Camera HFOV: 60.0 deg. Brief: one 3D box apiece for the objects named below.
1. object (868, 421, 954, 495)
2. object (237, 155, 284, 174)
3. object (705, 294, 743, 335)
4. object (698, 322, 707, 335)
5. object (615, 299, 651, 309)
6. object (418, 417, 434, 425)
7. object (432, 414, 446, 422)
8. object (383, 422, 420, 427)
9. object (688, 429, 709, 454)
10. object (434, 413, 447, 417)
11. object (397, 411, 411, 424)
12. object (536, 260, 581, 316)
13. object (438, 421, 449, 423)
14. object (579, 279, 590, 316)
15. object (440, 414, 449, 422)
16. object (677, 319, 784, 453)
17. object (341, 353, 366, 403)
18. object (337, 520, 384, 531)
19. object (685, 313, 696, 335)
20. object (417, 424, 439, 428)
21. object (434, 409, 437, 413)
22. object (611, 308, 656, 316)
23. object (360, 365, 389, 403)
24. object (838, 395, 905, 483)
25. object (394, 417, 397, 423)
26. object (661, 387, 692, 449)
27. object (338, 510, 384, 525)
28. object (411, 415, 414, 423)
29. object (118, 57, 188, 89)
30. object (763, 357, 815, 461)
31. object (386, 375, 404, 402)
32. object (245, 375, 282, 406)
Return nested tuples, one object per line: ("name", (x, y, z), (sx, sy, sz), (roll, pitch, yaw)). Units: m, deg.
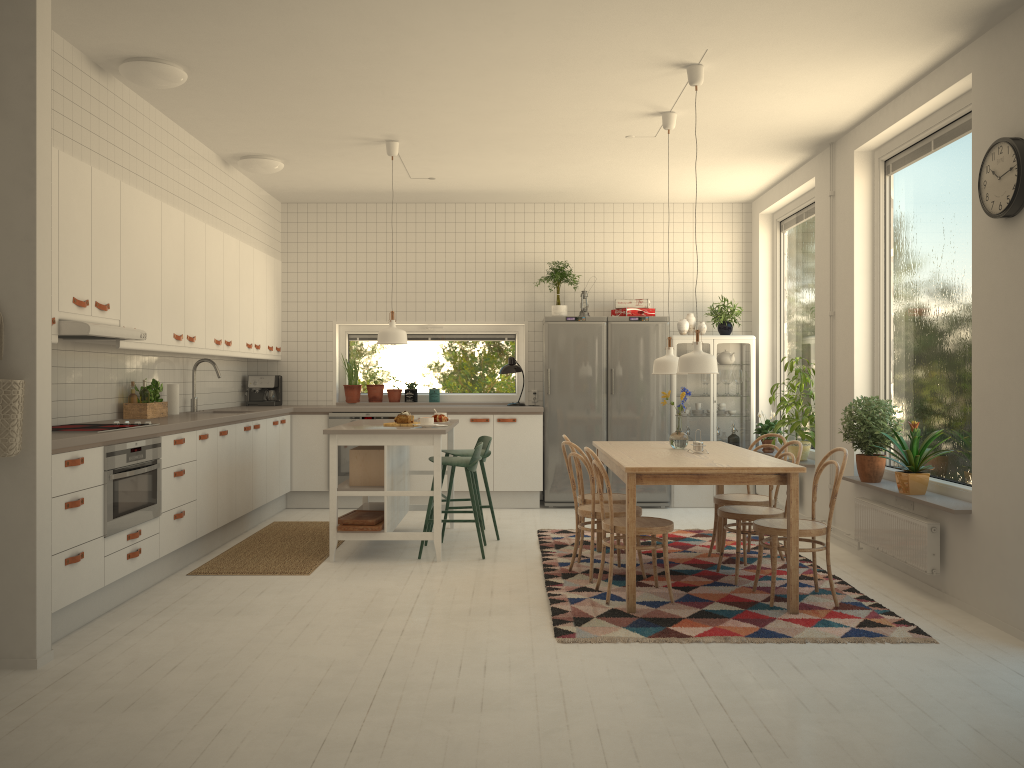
("object", (2.291, 0.422, 5.095), (0.417, 0.425, 0.487), (0, 0, 7))
("object", (-1.960, -1.699, 6.923), (0.351, 0.101, 0.351), (0, 1, 42))
("object", (1.994, -0.642, 8.346), (0.371, 0.385, 0.373), (0, 0, 19))
("object", (1.766, -0.514, 8.228), (0.082, 0.126, 0.082), (0, 0, -28))
("object", (1.138, -0.745, 8.348), (0.312, 0.082, 0.308), (0, 0, 13))
("object", (-0.577, 0.255, 6.003), (0.098, 0.064, 0.094), (0, 0, -42))
("object", (-0.559, 0.257, 6.621), (0.131, 0.060, 0.070), (0, 0, 38))
("object", (-0.749, 0.282, 6.239), (0.237, 0.019, 0.306), (0, 0, 16))
("object", (1.097, 0.337, 5.228), (0.095, 0.138, 0.155), (0, 0, 0))
("object", (-0.549, 0.251, 6.811), (0.094, 0.060, 0.098), (0, 0, -3))
("object", (-0.753, 0.231, 6.172), (0.086, 0.087, 0.090), (0, 0, 8))
("object", (0.447, -0.893, 8.258), (0.474, 0.545, 0.468), (0, 0, 14))
("object", (-0.547, 0.284, 6.634), (0.122, 0.005, 0.120), (0, 0, 18))
("object", (0.696, -0.811, 8.264), (0.163, 0.383, 0.154), (0, 0, 23))
("object", (-0.515, 0.257, 6.653), (0.060, 0.059, 0.074), (0, 0, -31))
("object", (1.965, 0.009, 8.023), (0.943, 1.208, 0.261), (0, 0, 16))
("object", (-1.549, -0.064, 8.687), (0.300, 0.499, 0.333), (0, 0, -17))
("object", (-0.988, 0.935, 5.943), (0.280, 0.030, 0.430), (0, 0, 0))
("object", (1.667, -0.554, 8.292), (0.102, 0.206, 0.102), (0, 0, -16))
("object", (-0.575, 0.284, 6.005), (0.160, 0.020, 0.160), (0, 1, -34))
("object", (-0.567, 0.235, 6.824), (0.102, 0.086, 0.028), (0, 0, 41))
("object", (1.140, -0.663, 8.345), (0.309, 0.082, 0.312), (0, 0, -20))
("object", (-1.341, -0.002, 8.702), (0.258, 0.370, 0.234), (0, 0, 12))
("object", (2.300, 0.349, 5.706), (0.383, 0.561, 0.395), (0, 0, -2))
("object", (-0.790, 0.240, 6.255), (0.079, 0.067, 0.074), (0, 0, 2))
("object", (1.042, 0.209, 5.523), (0.144, 0.388, 0.206), (0, 0, -38))
("object", (-1.005, 0.904, 6.019), (0.280, 0.030, 0.430), (0, 0, 9))
("object", (-0.731, 0.244, 6.252), (0.083, 0.057, 0.072), (0, 0, 6))
("object", (-1.960, -1.684, 4.849), (0.351, 0.101, 0.351), (0, 1, 42))
("object", (2.264, 0.198, 7.099), (0.485, 0.841, 0.615), (0, 0, -21))
("object", (-1.139, 0.048, 8.679), (0.194, 0.277, 0.177), (0, 0, -33))
("object", (-2.380, 0.063, 8.438), (0.316, 0.292, 0.279), (0, 0, 1))
